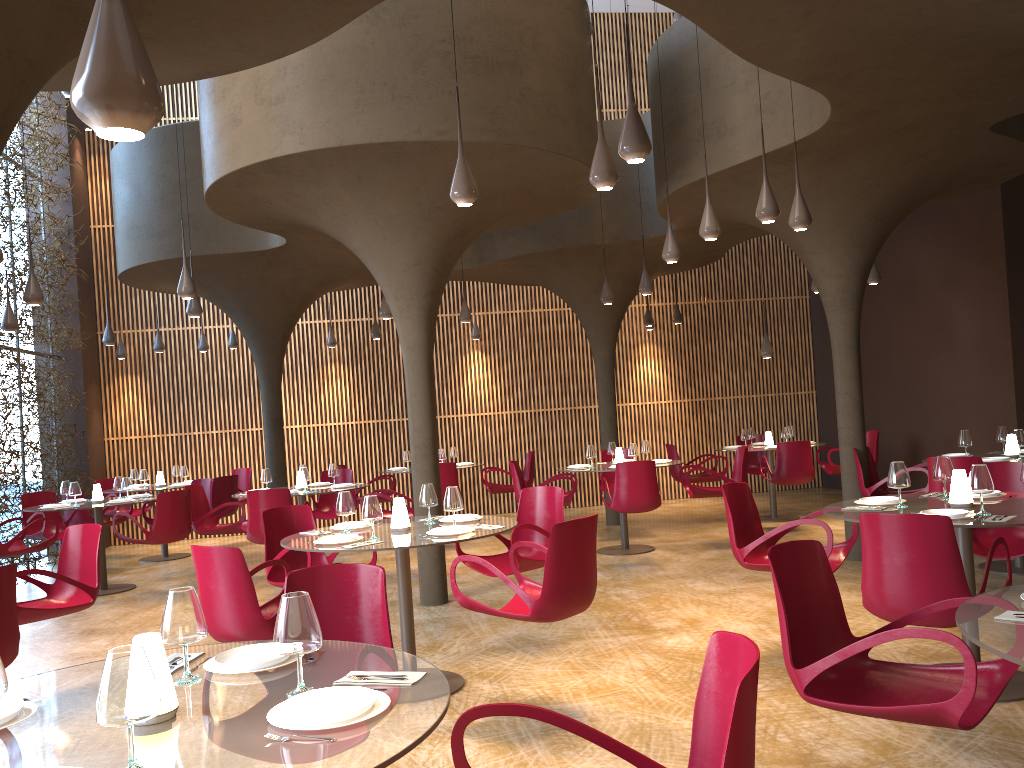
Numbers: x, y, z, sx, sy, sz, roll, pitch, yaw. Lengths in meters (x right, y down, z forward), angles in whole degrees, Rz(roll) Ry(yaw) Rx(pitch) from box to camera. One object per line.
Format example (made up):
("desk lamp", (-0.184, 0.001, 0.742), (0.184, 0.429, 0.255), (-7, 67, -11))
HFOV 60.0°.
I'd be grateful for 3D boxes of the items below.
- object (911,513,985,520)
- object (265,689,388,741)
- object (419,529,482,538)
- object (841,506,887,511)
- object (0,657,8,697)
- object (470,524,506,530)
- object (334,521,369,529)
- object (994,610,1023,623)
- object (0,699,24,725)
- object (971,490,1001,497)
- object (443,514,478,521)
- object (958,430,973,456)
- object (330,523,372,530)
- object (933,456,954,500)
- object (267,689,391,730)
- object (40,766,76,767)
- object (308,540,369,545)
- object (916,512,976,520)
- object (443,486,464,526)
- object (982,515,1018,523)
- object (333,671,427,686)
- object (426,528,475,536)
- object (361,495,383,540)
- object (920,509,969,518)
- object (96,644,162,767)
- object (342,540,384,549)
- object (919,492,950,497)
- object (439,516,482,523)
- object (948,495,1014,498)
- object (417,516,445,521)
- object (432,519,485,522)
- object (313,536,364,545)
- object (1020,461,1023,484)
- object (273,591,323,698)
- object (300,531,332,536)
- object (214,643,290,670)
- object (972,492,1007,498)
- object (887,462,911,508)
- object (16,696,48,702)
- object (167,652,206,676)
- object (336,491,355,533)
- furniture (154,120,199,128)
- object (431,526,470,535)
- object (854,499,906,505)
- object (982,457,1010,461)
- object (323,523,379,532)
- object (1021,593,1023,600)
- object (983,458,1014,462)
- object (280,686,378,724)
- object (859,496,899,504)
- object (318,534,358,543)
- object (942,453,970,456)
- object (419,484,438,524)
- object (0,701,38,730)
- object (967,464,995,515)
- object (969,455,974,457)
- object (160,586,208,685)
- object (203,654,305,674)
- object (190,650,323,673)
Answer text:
("object", (2.548, 0.779, 5.233), (0.411, 0.012, 0.204), (-5, -2, 39))
("object", (-0.499, 0.892, 2.420), (0.204, 0.012, 0.411), (-4, -2, 11))
("object", (-0.416, 1.001, 5.992), (0.410, 0.012, 0.204), (-2, -3, -44))
("object", (2.313, 0.819, 5.823), (0.262, 0.017, 0.126), (-5, -2, 38))
("object", (-1.410, 0.812, 2.338), (0.142, 0.295, 0.142), (-4, -1, -24))
("object", (-0.170, 0.997, 6.175), (0.126, 0.017, 0.262), (-2, -2, -40))
("object", (-1.206, 1.065, 6.679), (0.263, 0.029, 0.263), (-2, -2, -37))
("object", (1.722, 0.764, 2.871), (0.126, 0.017, 0.262), (-2, -3, -44))
("object", (-1.539, 0.954, 2.526), (0.263, 0.029, 0.263), (-3, -2, -30))
("object", (3.193, 0.751, 6.057), (0.263, 0.029, 0.263), (-3, -2, -10))
("object", (-0.387, 1.010, 6.679), (0.263, 0.029, 0.263), (-5, -2, 38))
("object", (4.676, 0.623, 9.138), (0.142, 0.295, 0.142), (-4, -1, 26))
("object", (-1.205, 1.075, 6.679), (0.332, 0.014, 0.332), (-4, -2, 8))
("object", (2.952, 0.640, 6.057), (0.142, 0.295, 0.142), (-4, -1, 24))
("object", (-0.499, 0.891, 2.425), (0.331, 0.014, 0.332), (-2, -2, -36))
("object", (-1.077, 0.905, 1.944), (0.263, 0.029, 0.263), (-2, -2, -38))
("object", (-1.165, 1.050, 5.939), (0.411, 0.012, 0.204), (-5, -2, 41))
("object", (2.552, 0.777, 5.230), (0.331, 0.014, 0.332), (-3, -2, -11))
("object", (-0.411, 0.870, 6.229), (0.142, 0.295, 0.142), (-4, -1, 38))
("object", (2.758, 0.764, 5.008), (0.126, 0.017, 0.262), (-6, -3, 44))
("object", (-0.402, 0.901, 2.711), (0.262, 0.017, 0.126), (-4, -2, 15))
("object", (-0.414, 1.000, 5.996), (0.332, 0.014, 0.332), (-4, -2, 12))
("object", (-0.938, 0.896, 5.947), (0.142, 0.295, 0.142), (-4, -1, -12))
("object", (2.551, 0.768, 5.230), (0.263, 0.029, 0.263), (-5, -2, 28))
("object", (-0.901, 0.770, 2.087), (0.142, 0.295, 0.142), (-4, -1, 9))
("object", (-0.961, 1.035, 5.710), (0.126, 0.017, 0.261), (-6, -3, 45))
("object", (3.004, 0.788, 6.291), (0.261, 0.017, 0.126), (-2, -2, -43))
("object", (-0.386, 1.020, 6.679), (0.332, 0.014, 0.332), (-4, -2, 15))
("object", (3.198, 0.762, 6.054), (0.411, 0.012, 0.204), (-6, -3, 43))
("object", (-0.602, 1.049, 6.890), (0.126, 0.017, 0.262), (-5, -2, 41))
("object", (-0.382, 1.021, 6.676), (0.411, 0.012, 0.204), (-5, -2, 36))
("object", (-1.162, 1.048, 5.936), (0.331, 0.014, 0.332), (-2, -3, -45))
("object", (3.259, 0.603, 5.543), (0.142, 0.295, 0.142), (-4, -1, 19))
("object", (-0.632, 0.769, 2.622), (0.142, 0.295, 0.142), (-4, -1, 3))
("object", (-1.436, 1.091, 6.484), (0.126, 0.017, 0.262), (-2, -3, -44))
("object", (-0.869, 0.925, 2.999), (0.263, 0.029, 0.263), (-4, -2, -1))
("object", (3.194, 0.761, 6.056), (0.332, 0.014, 0.332), (-4, -2, -4))
("object", (2.542, 0.660, 5.821), (0.142, 0.295, 0.142), (-3, -1, -42))
("object", (-1.538, 0.965, 2.530), (0.204, 0.012, 0.411), (-4, -2, 7))
("object", (-1.166, 0.963, 3.046), (0.126, 0.017, 0.262), (-4, -2, 5))
("object", (-1.210, 0.931, 6.446), (0.142, 0.295, 0.142), (-4, -1, 34))
("furniture", (-3.857, -2.816, 13.350), (3.880, 1.047, 3.795), (-3, -2, -31))
("object", (-0.414, 0.990, 5.996), (0.263, 0.029, 0.263), (-2, -2, -43))
("object", (2.512, 0.806, 6.050), (0.332, 0.014, 0.332), (-4, -2, 0))
("object", (4.693, 0.733, 8.619), (0.263, 0.029, 0.263), (-5, -2, 39))
("object", (-1.202, 1.076, 6.682), (0.204, 0.012, 0.410), (-5, -2, 42))
("object", (1.951, 0.748, 3.068), (0.332, 0.014, 0.332), (-4, -2, 11))
("object", (4.694, 0.743, 8.619), (0.331, 0.014, 0.332), (-3, -2, -22))
("object", (-0.499, 0.882, 2.425), (0.263, 0.029, 0.263), (-5, -2, 28))
("object", (2.511, 0.797, 6.050), (0.263, 0.029, 0.263), (-5, -2, 28))
("object", (-1.162, 1.039, 5.936), (0.263, 0.029, 0.263), (-3, -2, -35))
("object", (4.692, 0.757, 9.371), (0.263, 0.029, 0.263), (-5, -2, 21))
("object", (-0.626, 0.898, 6.652), (0.142, 0.295, 0.142), (-4, -1, 6))
("object", (-1.538, 0.964, 2.526), (0.332, 0.014, 0.331), (-6, -3, 44))
("object", (2.775, 0.626, 5.247), (0.142, 0.295, 0.142), (-4, -1, -14))
("object", (4.692, 0.767, 9.371), (0.331, 0.014, 0.332), (-3, -2, -24))
("object", (-1.051, 0.804, 2.843), (0.142, 0.295, 0.142), (-4, -1, -18))
("object", (-0.869, 0.934, 2.998), (0.331, 0.014, 0.332), (-3, -2, -17))
("object", (-0.864, 0.935, 2.999), (0.410, 0.012, 0.204), (-4, -2, 1))
